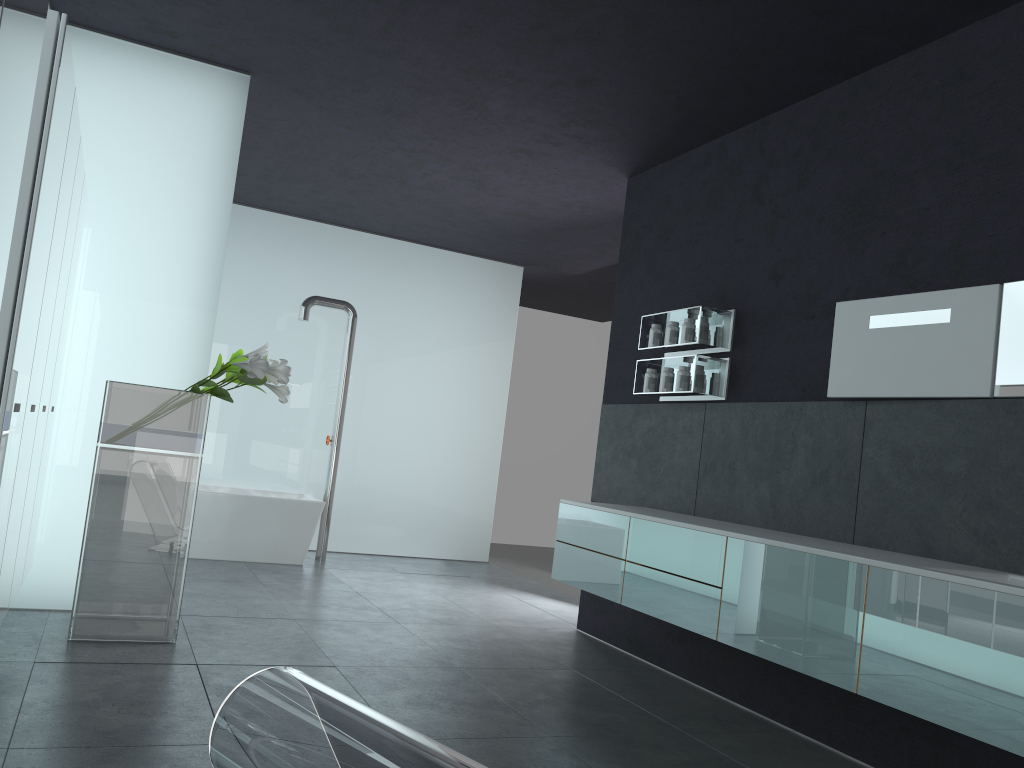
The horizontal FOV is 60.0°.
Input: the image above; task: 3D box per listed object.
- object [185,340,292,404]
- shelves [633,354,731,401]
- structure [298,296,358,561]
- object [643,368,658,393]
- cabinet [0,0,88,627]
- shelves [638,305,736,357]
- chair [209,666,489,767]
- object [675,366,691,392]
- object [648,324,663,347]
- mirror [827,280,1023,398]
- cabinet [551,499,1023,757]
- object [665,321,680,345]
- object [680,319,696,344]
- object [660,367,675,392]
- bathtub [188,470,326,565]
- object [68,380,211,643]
[{"bbox_3d":[-1.880,0.039,5.471,1.026,0.778,0.974,10,-5,-32],"label":"object"},{"bbox_3d":[1.168,-0.040,6.198,0.265,0.284,0.770,9,-5,-24],"label":"shelves"},{"bbox_3d":[-2.130,0.491,9.511,0.643,2.868,0.123,9,-4,-24],"label":"structure"},{"bbox_3d":[1.006,-0.017,6.432,0.096,0.184,0.067,9,-4,-32],"label":"object"},{"bbox_3d":[-1.643,-0.136,2.484,0.399,2.212,6.006,8,-5,-24],"label":"cabinet"},{"bbox_3d":[1.207,-0.364,6.219,0.265,0.284,0.770,9,-5,-24],"label":"shelves"},{"bbox_3d":[0.085,1.050,1.779,1.264,0.870,0.628,11,-6,-42],"label":"chair"},{"bbox_3d":[1.172,-0.028,6.065,0.096,0.184,0.068,9,-4,-26],"label":"object"},{"bbox_3d":[1.045,-0.341,6.453,0.096,0.184,0.067,9,-4,-32],"label":"object"},{"bbox_3d":[2.621,-0.228,3.255,0.109,0.532,3.723,9,-5,-25],"label":"mirror"},{"bbox_3d":[1.787,1.057,3.829,0.735,0.556,5.584,9,-5,-24],"label":"cabinet"},{"bbox_3d":[1.133,-0.347,6.257,0.096,0.184,0.068,8,-4,-15],"label":"object"},{"bbox_3d":[1.211,-0.352,6.086,0.096,0.184,0.068,9,-4,-26],"label":"object"},{"bbox_3d":[1.094,-0.023,6.237,0.096,0.184,0.068,8,-4,-15],"label":"object"},{"bbox_3d":[-3.021,1.311,9.103,1.980,0.857,0.960,9,-5,-24],"label":"bathtub"},{"bbox_3d":[-2.284,0.764,5.448,0.585,1.489,0.575,9,-4,-24],"label":"object"}]
